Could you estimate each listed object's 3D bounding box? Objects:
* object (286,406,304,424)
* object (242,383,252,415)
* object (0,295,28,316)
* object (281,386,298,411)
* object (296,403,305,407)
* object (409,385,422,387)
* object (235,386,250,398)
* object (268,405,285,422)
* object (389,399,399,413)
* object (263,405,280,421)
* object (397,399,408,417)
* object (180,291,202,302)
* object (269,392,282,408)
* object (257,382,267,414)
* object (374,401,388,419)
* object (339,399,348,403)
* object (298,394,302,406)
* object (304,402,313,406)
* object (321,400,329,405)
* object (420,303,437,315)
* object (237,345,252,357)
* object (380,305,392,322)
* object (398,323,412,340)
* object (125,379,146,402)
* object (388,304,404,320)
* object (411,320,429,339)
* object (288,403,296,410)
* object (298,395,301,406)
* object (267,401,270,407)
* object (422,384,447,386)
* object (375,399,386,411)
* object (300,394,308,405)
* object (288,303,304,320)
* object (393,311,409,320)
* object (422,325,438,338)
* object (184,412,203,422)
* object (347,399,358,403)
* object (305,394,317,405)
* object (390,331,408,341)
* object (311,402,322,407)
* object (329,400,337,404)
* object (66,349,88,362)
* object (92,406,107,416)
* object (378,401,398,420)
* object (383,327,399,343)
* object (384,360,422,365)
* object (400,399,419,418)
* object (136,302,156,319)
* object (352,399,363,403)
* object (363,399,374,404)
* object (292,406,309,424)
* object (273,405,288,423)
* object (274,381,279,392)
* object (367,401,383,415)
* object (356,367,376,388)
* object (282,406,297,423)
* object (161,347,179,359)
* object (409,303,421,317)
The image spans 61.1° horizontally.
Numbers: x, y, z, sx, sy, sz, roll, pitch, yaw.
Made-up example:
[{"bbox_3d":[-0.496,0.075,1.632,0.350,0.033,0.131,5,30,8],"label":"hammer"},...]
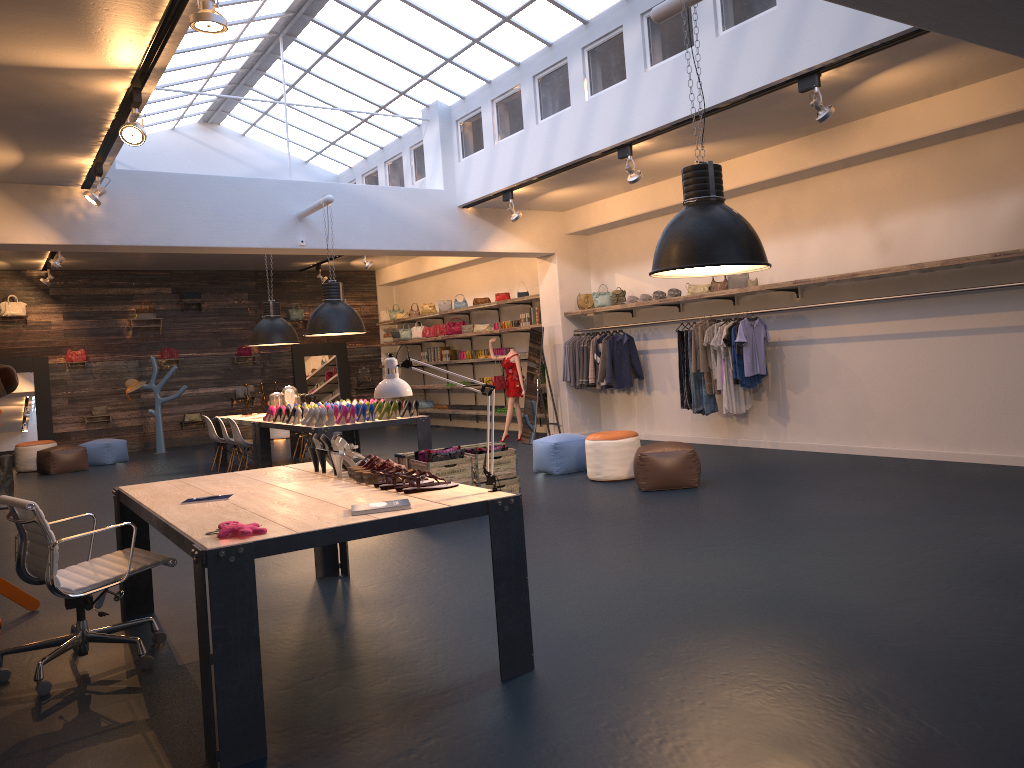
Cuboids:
[{"bbox_3d":[-2.487,0.352,9.990,0.219,0.195,0.222,-4,0,-37],"label":"object"},{"bbox_3d":[-3.946,0.224,12.886,0.149,0.469,0.130,-3,-1,-22],"label":"object"},{"bbox_3d":[-8.988,-1.414,15.651,0.462,0.386,0.176,-4,0,-45],"label":"object"},{"bbox_3d":[-2.899,0.228,11.345,0.219,0.413,0.184,-3,-1,-44],"label":"object"},{"bbox_3d":[-2.655,0.339,10.772,0.219,0.195,0.221,-4,0,-41],"label":"object"},{"bbox_3d":[-2.292,0.039,18.841,0.382,0.024,1.722,-5,2,-31],"label":"object"},{"bbox_3d":[-5.542,0.153,17.900,0.291,0.230,0.074,-4,-1,-19],"label":"object"},{"bbox_3d":[-2.877,0.358,10.629,0.220,0.195,0.227,-4,0,-21],"label":"object"},{"bbox_3d":[-1.390,0.275,10.101,0.218,0.195,0.223,-4,0,-33],"label":"object"},{"bbox_3d":[-2.997,0.360,10.849,0.219,0.195,0.222,-4,0,-39],"label":"object"},{"bbox_3d":[-1.269,0.274,9.870,0.218,0.195,0.223,-4,0,-33],"label":"object"},{"bbox_3d":[-6.436,-1.749,17.415,0.453,0.232,0.163,-5,0,-40],"label":"object"},{"bbox_3d":[-3.111,0.276,11.495,0.195,0.336,0.177,-4,-1,-15],"label":"object"},{"bbox_3d":[-3.758,0.207,13.013,0.136,0.469,0.143,-4,-1,10],"label":"object"},{"bbox_3d":[-1.470,0.291,9.728,0.218,0.195,0.223,-4,0,-33],"label":"object"},{"bbox_3d":[-2.213,0.292,11.367,0.218,0.195,0.223,-4,0,-33],"label":"object"},{"bbox_3d":[-2.925,0.274,11.995,0.167,0.286,0.141,-3,-1,-34],"label":"object"},{"bbox_3d":[-2.617,0.327,11.106,0.216,0.195,0.225,-4,0,-26],"label":"object"},{"bbox_3d":[-2.442,0.311,11.250,0.218,0.195,0.223,-4,0,-33],"label":"object"},{"bbox_3d":[-1.701,-1.530,17.613,0.354,0.234,0.207,-4,0,15],"label":"object"},{"bbox_3d":[-5.541,-0.692,17.970,0.268,0.243,0.200,-4,0,-37],"label":"object"},{"bbox_3d":[-2.762,-1.592,19.565,0.441,0.386,0.185,-4,-1,-12],"label":"object"},{"bbox_3d":[-2.245,-1.123,18.560,0.360,0.367,0.180,-4,-1,8],"label":"object"},{"bbox_3d":[-6.972,0.116,16.100,0.362,0.442,0.327,-4,0,-36],"label":"object"},{"bbox_3d":[-2.555,-1.582,19.159,0.360,0.367,0.180,-4,-1,8],"label":"object"},{"bbox_3d":[-1.917,-1.141,18.170,0.405,0.386,0.202,-4,-1,18],"label":"object"},{"bbox_3d":[-2.802,0.343,10.991,0.218,0.195,0.223,-4,0,-33],"label":"object"},{"bbox_3d":[-2.898,0.284,11.541,0.189,0.290,0.159,-3,-1,-44],"label":"object"},{"bbox_3d":[-3.355,0.318,12.859,0.204,0.203,0.477,-4,1,44],"label":"object"},{"bbox_3d":[-1.587,0.024,17.687,0.384,0.029,0.814,-5,2,-32],"label":"object"},{"bbox_3d":[-1.570,0.281,10.299,0.216,0.195,0.225,-4,0,-24],"label":"object"},{"bbox_3d":[-2.805,0.272,11.798,0.167,0.286,0.141,-3,-1,-34],"label":"object"},{"bbox_3d":[-4.629,-1.545,18.635,0.161,0.367,0.400,-5,0,45],"label":"object"},{"bbox_3d":[-2.437,-1.482,18.907,0.346,0.174,0.242,-3,1,19],"label":"object"},{"bbox_3d":[-1.666,-1.070,17.639,0.324,0.254,0.143,-4,-1,15],"label":"object"},{"bbox_3d":[-6.319,0.650,17.282,0.213,0.174,0.393,-3,1,35],"label":"object"},{"bbox_3d":[-2.080,0.289,11.157,0.218,0.195,0.223,-4,0,-33],"label":"object"},{"bbox_3d":[-2.681,0.270,11.595,0.167,0.286,0.141,-3,-1,-34],"label":"object"},{"bbox_3d":[-2.451,-1.054,19.012,0.413,0.232,0.179,-4,0,4],"label":"object"},{"bbox_3d":[-2.476,0.324,10.898,0.218,0.195,0.223,-4,0,-33],"label":"object"},{"bbox_3d":[-2.293,0.308,11.026,0.218,0.195,0.222,-4,0,-35],"label":"object"},{"bbox_3d":[-8.121,-0.531,16.190,0.361,0.254,0.128,-4,-1,-24],"label":"object"},{"bbox_3d":[-7.761,0.505,16.340,0.096,0.175,0.290,-4,0,36],"label":"object"},{"bbox_3d":[-1.355,0.290,9.503,0.219,0.195,0.222,-4,0,-40],"label":"object"},{"bbox_3d":[-2.720,-1.101,19.437,0.344,0.335,0.169,-4,-1,10],"label":"object"},{"bbox_3d":[-2.322,-0.474,19.008,0.521,0.060,1.398,-5,2,-32],"label":"object"},{"bbox_3d":[-1.131,0.271,9.650,0.218,0.195,0.223,-4,0,-33],"label":"object"},{"bbox_3d":[-7.137,-1.432,16.920,0.376,0.335,0.154,-4,-1,-24],"label":"object"},{"bbox_3d":[-1.968,0.288,10.949,0.218,0.195,0.223,-4,0,-33],"label":"object"},{"bbox_3d":[-1.790,0.282,10.753,0.216,0.195,0.225,-4,0,-26],"label":"object"},{"bbox_3d":[-2.364,0.350,9.770,0.216,0.195,0.226,-4,0,-24],"label":"object"},{"bbox_3d":[-2.751,0.357,10.406,0.218,0.195,0.223,-4,0,-33],"label":"object"},{"bbox_3d":[-3.559,0.190,13.153,0.129,0.469,0.150,-4,-1,33],"label":"object"},{"bbox_3d":[-1.577,0.292,9.943,0.219,0.195,0.222,-4,0,-37],"label":"object"},{"bbox_3d":[-3.294,-0.153,19.480,0.387,0.461,0.215,-4,-1,-34],"label":"object"},{"bbox_3d":[-2.601,0.352,10.217,0.216,0.195,0.225,-4,0,-25],"label":"object"},{"bbox_3d":[-6.738,-0.603,17.118,0.127,0.255,0.347,-4,0,45],"label":"object"},{"bbox_3d":[-2.047,-1.557,18.277,0.273,0.300,0.110,-4,-1,27],"label":"object"}]
